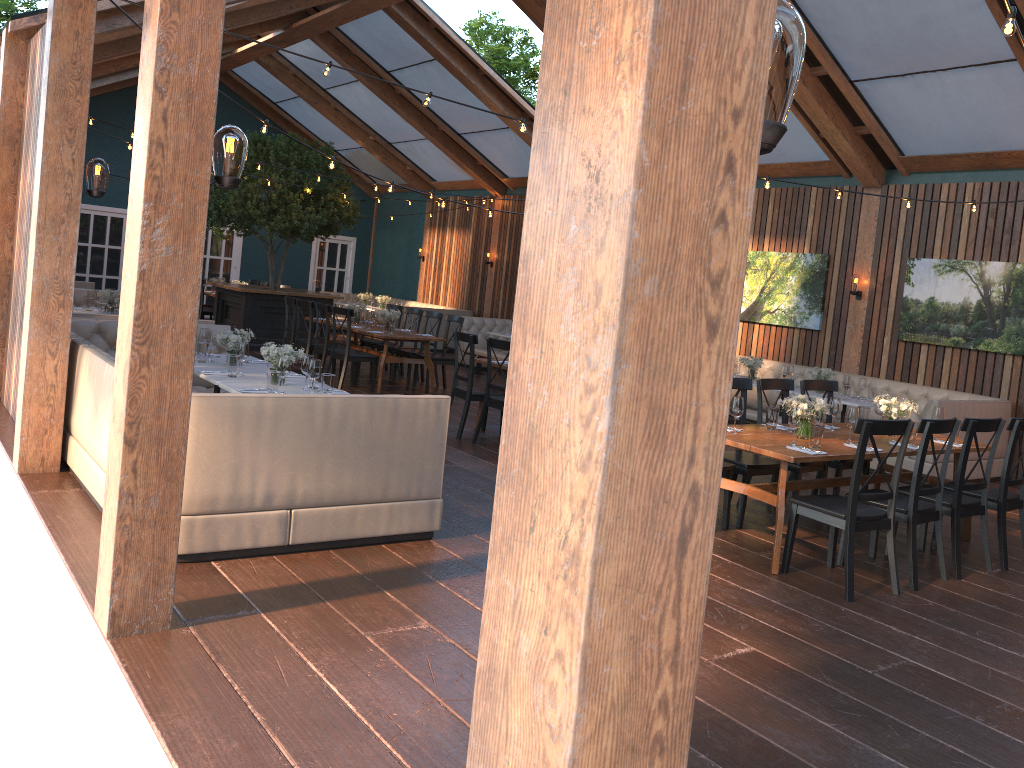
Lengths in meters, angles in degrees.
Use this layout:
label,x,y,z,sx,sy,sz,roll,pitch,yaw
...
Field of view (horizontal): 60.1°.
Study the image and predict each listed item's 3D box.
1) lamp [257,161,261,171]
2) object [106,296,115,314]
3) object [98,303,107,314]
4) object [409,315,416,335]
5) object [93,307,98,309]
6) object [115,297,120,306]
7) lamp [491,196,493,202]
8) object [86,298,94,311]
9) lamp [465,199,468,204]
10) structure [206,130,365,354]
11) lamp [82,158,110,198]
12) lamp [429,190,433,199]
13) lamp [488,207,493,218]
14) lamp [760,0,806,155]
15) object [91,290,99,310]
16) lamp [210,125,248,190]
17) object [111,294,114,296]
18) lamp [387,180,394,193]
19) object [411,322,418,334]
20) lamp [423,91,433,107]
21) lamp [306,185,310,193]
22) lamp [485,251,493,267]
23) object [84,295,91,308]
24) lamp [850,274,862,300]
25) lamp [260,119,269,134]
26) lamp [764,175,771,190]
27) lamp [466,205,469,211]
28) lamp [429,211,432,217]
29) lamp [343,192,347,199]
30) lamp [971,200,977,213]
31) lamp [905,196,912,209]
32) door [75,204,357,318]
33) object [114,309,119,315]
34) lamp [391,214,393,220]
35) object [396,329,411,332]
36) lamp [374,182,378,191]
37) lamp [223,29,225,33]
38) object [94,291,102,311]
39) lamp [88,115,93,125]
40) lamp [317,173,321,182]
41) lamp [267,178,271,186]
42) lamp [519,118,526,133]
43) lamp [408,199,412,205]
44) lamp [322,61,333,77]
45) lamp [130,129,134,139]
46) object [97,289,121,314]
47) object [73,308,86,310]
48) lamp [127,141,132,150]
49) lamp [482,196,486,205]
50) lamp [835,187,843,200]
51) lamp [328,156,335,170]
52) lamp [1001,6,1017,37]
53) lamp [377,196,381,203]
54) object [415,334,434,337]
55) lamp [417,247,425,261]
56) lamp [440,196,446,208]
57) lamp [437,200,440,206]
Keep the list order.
label,x,y,z,sx,sy,sz,roll,pitch,yaw
lamp,-3.238,-2.795,11.333,0.056,0.121,0.056,4,4,-27
object,-4.620,-0.892,10.175,0.092,0.243,0.092,7,3,12
object,-4.657,-0.839,10.061,0.092,0.157,0.091,9,5,40
object,-1.320,-0.777,11.654,0.092,0.243,0.093,5,3,-11
object,-5.199,-0.958,11.177,0.157,0.019,0.257,1,8,-36
object,-4.281,-0.859,9.926,0.335,0.308,0.331,4,5,-20
lamp,-0.397,-3.680,17.632,0.056,0.119,0.057,6,4,-7
object,-5.103,-0.960,10.688,0.092,0.157,0.091,9,5,40
lamp,-0.872,-3.505,17.046,0.064,0.118,0.057,4,4,-27
structure,-3.967,-2.468,15.111,2.709,3.683,2.869,4,5,-27
lamp,-2.801,-1.360,5.935,0.177,0.319,0.147,3,5,-36
lamp,-1.100,-2.589,12.094,0.056,0.121,0.056,5,4,-21
lamp,-0.229,-1.850,9.537,0.056,0.120,0.056,4,4,-31
lamp,0.398,-0.497,1.483,0.177,0.319,0.147,3,5,-36
object,-5.181,-1.048,10.995,0.092,0.243,0.092,7,3,12
lamp,-1.205,-0.929,3.713,0.177,0.319,0.147,3,5,-36
object,-4.969,-1.033,11.059,0.092,0.243,0.092,7,3,12
lamp,-1.139,-1.853,8.307,0.056,0.119,0.056,7,4,14
object,-1.299,-0.743,11.751,0.092,0.157,0.092,6,4,0
lamp,-0.631,-2.139,6.641,0.075,0.114,0.056,7,4,10
lamp,-3.242,-3.099,14.087,0.056,0.120,0.056,5,4,-11
lamp,-0.468,-2.515,17.778,0.177,0.319,0.147,3,5,-36
object,-5.296,-1.022,11.038,0.092,0.157,0.091,9,5,40
lamp,4.321,-1.223,11.113,0.177,0.319,0.147,3,5,-36
lamp,-1.977,-2.057,7.068,0.056,0.119,0.059,6,4,-5
lamp,2.209,-1.740,7.642,0.056,0.120,0.056,7,4,22
lamp,-0.885,-3.510,17.637,0.073,0.114,0.057,4,4,-30
lamp,-1.601,-3.342,17.444,0.066,0.117,0.056,8,4,30
lamp,-2.769,-3.132,14.681,0.057,0.119,0.060,9,5,39
lamp,4.372,-1.680,8.363,0.056,0.120,0.057,5,4,-20
lamp,3.646,-1.667,8.127,0.056,0.121,0.056,6,4,-2
door,-7.312,-2.614,19.689,8.159,2.201,0.175,1,5,-36
object,-4.189,-0.713,9.415,0.092,0.157,0.091,9,5,40
lamp,-2.335,-3.246,17.243,0.056,0.120,0.056,8,4,31
object,-1.502,-0.738,12.119,0.254,0.019,0.158,1,8,-36
lamp,-1.818,-2.639,11.842,0.056,0.120,0.056,8,4,29
lamp,-2.024,-2.409,6.105,0.064,0.118,0.056,8,4,27
object,-5.053,-1.010,10.789,0.092,0.243,0.092,7,3,12
lamp,-5.059,-3.169,10.633,0.056,0.121,0.057,4,4,-33
lamp,-2.529,-2.707,11.598,0.056,0.121,0.056,6,4,5
lamp,-3.696,-3.075,13.472,0.056,0.121,0.056,8,4,34
lamp,0.085,-2.010,6.873,0.056,0.120,0.056,8,4,30
lamp,-1.827,-3.261,15.871,0.056,0.117,0.068,3,5,-39
lamp,-1.333,-2.272,6.376,0.056,0.114,0.076,3,5,-38
lamp,-4.631,-3.057,10.805,0.056,0.121,0.057,5,4,-12
object,-4.838,-1.010,10.701,0.335,0.308,0.331,4,5,-24
object,-5.246,-0.918,10.801,0.254,0.019,0.158,1,8,-36
lamp,-5.012,-3.132,11.612,0.056,0.118,0.062,6,4,6
lamp,-0.391,-2.564,12.352,0.056,0.117,0.067,7,4,17
lamp,2.921,-1.698,7.895,0.059,0.119,0.056,8,4,33
lamp,-1.563,-1.923,7.684,0.056,0.120,0.057,3,5,-39
lamp,2.059,-1.500,3.662,0.056,0.120,0.057,5,4,-20
lamp,-2.296,-3.185,15.280,0.060,0.119,0.057,5,4,-12
object,-1.162,-0.646,11.645,0.254,0.019,0.158,1,8,-36
lamp,-2.063,-2.946,19.998,0.177,0.319,0.147,3,5,-36
lamp,-0.691,-1.833,8.927,0.056,0.121,0.056,3,5,-37
lamp,-1.363,-3.370,16.475,0.056,0.120,0.056,9,4,36
